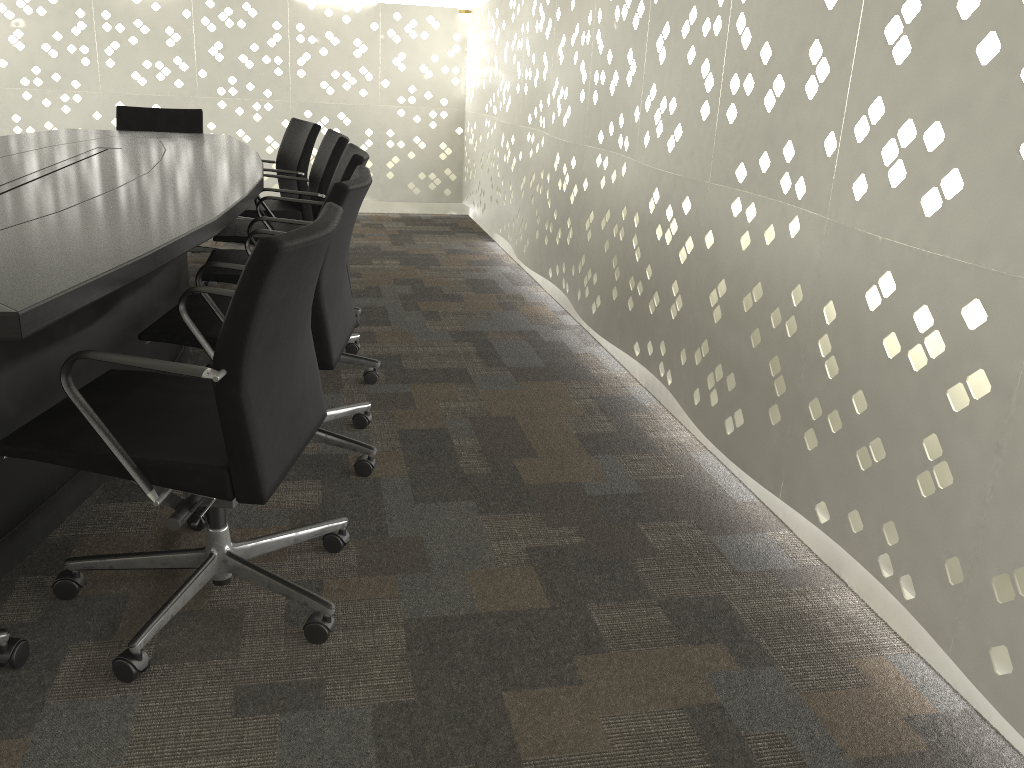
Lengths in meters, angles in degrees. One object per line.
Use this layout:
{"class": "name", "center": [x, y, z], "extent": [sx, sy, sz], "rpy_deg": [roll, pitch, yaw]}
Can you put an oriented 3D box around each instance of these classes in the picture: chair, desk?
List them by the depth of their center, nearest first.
{"class": "chair", "center": [-1.077, 0.173, 1.239], "extent": [0.559, 0.757, 0.579], "rpy_deg": [0, 19, -8]}
{"class": "chair", "center": [-0.580, 0.064, 1.631], "extent": [0.579, 0.757, 0.559], "rpy_deg": [5, 19, 6]}
{"class": "chair", "center": [-0.618, -0.166, 2.284], "extent": [0.579, 0.757, 0.559], "rpy_deg": [4, 19, 2]}
{"class": "desk", "center": [-1.410, -0.342, 2.815], "extent": [1.223, 0.658, 3.364], "rpy_deg": [-1, 20, -12]}
{"class": "chair", "center": [-0.722, -0.391, 2.912], "extent": [0.579, 0.757, 0.559], "rpy_deg": [0, 19, -8]}
{"class": "chair", "center": [-0.897, -0.613, 3.520], "extent": [0.579, 0.757, 0.559], "rpy_deg": [-1, 20, -13]}
{"class": "chair", "center": [-1.151, -0.835, 4.116], "extent": [0.579, 0.757, 0.559], "rpy_deg": [-5, 21, -22]}
{"class": "chair", "center": [-1.752, -0.983, 4.444], "extent": [0.559, 0.757, 0.579], "rpy_deg": [0, 19, -8]}
